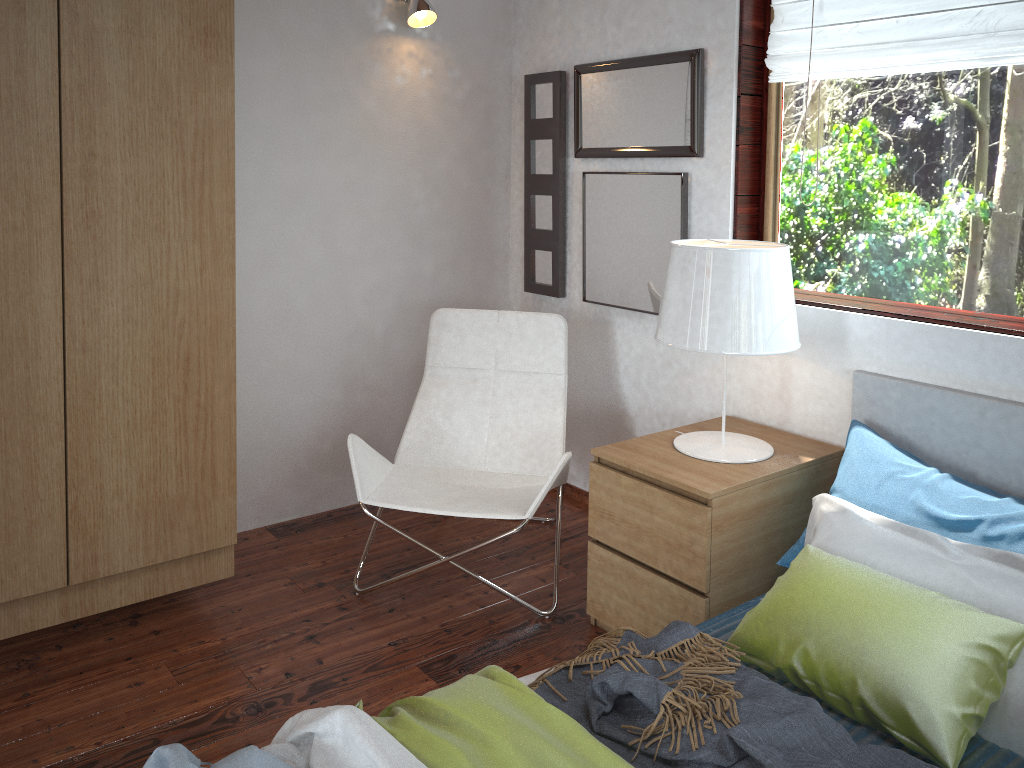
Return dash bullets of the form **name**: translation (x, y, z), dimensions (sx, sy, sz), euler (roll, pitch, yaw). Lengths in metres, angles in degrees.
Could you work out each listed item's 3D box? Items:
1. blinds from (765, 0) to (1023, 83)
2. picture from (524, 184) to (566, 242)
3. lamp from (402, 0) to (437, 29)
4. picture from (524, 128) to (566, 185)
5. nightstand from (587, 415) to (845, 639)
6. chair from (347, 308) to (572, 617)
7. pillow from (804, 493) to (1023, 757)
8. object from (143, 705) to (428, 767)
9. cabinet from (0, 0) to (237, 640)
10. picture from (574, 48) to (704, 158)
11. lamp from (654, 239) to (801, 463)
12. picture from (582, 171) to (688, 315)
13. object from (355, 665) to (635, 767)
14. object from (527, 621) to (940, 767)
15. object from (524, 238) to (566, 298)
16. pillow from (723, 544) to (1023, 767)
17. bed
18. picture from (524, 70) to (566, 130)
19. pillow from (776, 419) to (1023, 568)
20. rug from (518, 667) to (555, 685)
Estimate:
- **blinds**: translation (1.213, -1.092, 2.333), dimensions (0.055, 0.486, 1.257), euler (-2, 11, -37)
- **picture**: translation (0.131, -0.698, 3.551), dimensions (0.041, 0.222, 0.226), euler (-2, 9, -37)
- **lamp**: translation (-0.355, -1.485, 3.354), dimensions (0.121, 0.224, 0.154), euler (-3, 8, -36)
- **picture**: translation (0.131, -0.919, 3.535), dimensions (0.041, 0.222, 0.226), euler (-2, 9, -37)
- **nightstand**: translation (0.588, 0.452, 2.508), dimensions (0.613, 0.533, 0.434), euler (-6, 10, -37)
- **chair**: translation (-0.116, 0.199, 2.870), dimensions (0.698, 0.785, 0.816), euler (3, 9, 12)
- **pillow**: translation (0.888, 0.451, 1.774), dimensions (0.477, 0.352, 0.886), euler (-8, 15, -41)
- **object**: translation (0.121, 0.890, 0.701), dimensions (0.541, 0.369, 2.188), euler (-8, 16, -41)
- **cabinet**: translation (-1.814, -0.531, 1.982), dimensions (2.216, 2.371, 0.589), euler (-6, 7, -38)
- **picture**: translation (0.437, -0.996, 3.144), dimensions (0.042, 0.356, 0.637), euler (-2, 11, -37)
- **lamp**: translation (0.609, -0.108, 2.487), dimensions (0.408, 0.580, 0.411), euler (-5, 9, -40)
- **picture**: translation (0.434, -0.517, 3.165), dimensions (0.043, 0.497, 0.512), euler (-2, 9, -37)
- **object**: translation (0.428, 0.902, 0.899), dimensions (0.495, 0.439, 2.138), euler (-7, 15, -41)
- **object**: translation (0.633, 0.731, 0.980), dimensions (0.631, 0.398, 2.170), euler (-5, 14, -28)
- **object**: translation (0.131, -0.477, 3.567), dimensions (0.041, 0.222, 0.226), euler (-2, 9, -37)
- **pillow**: translation (0.973, 0.571, 1.346), dimensions (0.313, 0.215, 1.402), euler (-7, 15, -37)
- **bed**: translation (0.608, 0.708, 0.974), dimensions (2.594, 0.755, 2.177), euler (-9, 16, -36)
- **picture**: translation (0.131, -1.140, 3.520), dimensions (0.041, 0.222, 0.226), euler (-2, 9, -37)
- **pillow**: translation (1.105, 0.365, 1.998), dimensions (0.350, 0.323, 0.927), euler (-6, 14, -39)
- **rug**: translation (0.228, 1.121, 0.688), dimensions (1.815, 0.048, 2.759), euler (-10, 17, -37)
